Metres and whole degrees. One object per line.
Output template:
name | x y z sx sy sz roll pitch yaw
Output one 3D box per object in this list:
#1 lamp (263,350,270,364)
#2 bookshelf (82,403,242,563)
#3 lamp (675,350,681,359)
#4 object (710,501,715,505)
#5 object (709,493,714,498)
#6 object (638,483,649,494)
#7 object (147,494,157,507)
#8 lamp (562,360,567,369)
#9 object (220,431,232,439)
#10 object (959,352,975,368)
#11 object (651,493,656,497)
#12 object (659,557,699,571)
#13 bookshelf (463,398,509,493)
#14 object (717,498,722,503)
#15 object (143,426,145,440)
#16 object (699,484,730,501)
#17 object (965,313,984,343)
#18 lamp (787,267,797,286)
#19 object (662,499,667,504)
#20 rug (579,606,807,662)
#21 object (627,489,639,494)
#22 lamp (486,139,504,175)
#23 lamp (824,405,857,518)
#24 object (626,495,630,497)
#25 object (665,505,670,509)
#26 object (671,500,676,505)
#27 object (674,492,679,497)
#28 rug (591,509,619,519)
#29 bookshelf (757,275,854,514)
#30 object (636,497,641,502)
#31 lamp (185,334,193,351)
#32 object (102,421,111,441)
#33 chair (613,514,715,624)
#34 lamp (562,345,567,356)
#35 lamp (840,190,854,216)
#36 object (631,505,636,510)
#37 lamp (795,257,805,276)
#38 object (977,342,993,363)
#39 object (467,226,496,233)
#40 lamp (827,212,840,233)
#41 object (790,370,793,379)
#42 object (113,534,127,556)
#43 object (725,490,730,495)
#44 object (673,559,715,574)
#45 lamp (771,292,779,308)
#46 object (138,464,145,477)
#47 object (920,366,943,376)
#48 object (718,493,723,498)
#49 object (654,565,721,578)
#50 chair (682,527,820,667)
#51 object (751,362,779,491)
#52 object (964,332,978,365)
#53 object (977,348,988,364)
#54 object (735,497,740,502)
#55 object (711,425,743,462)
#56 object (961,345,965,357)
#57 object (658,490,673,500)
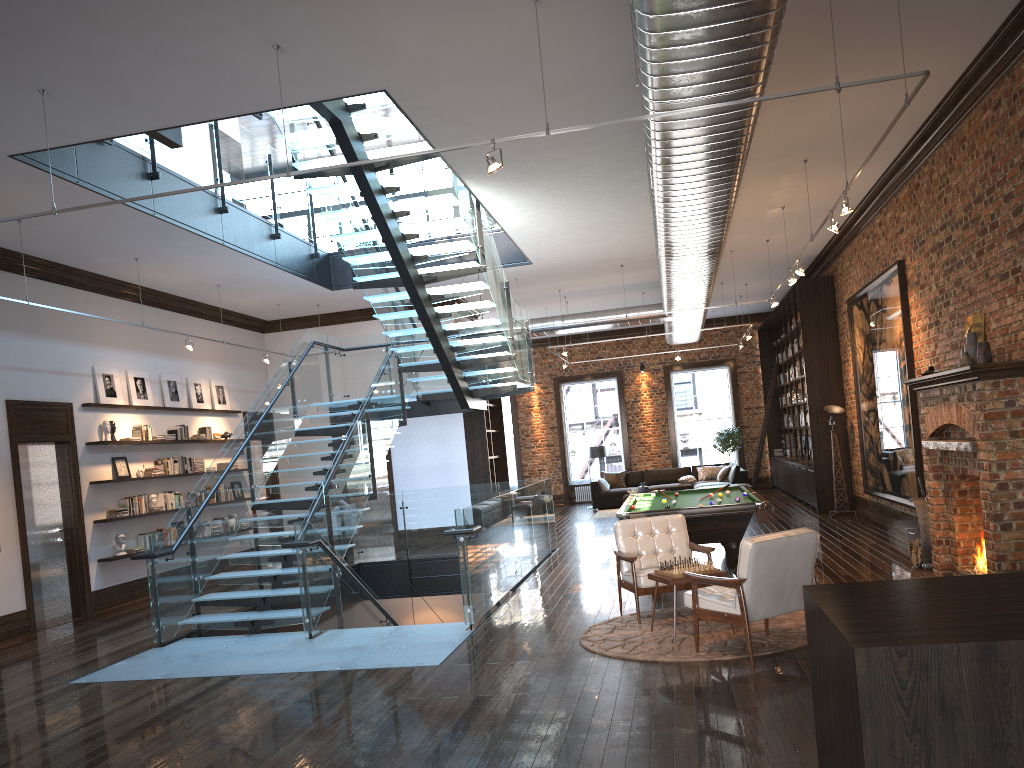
lamp | -3.976 -0.437 14.313 0.113 0.230 0.114 -5 0 -34
bookshelf | -4.967 1.377 13.393 0.200 2.053 4.077 -5 -3 10
lamp | 3.962 -0.685 21.197 0.113 0.230 0.114 -5 0 -20
object | 2.137 1.273 9.463 0.057 0.057 0.057 -6 -2 15
object | 2.381 1.333 10.590 0.057 0.057 0.057 -5 -2 -25
object | 2.837 2.264 19.178 0.216 0.251 0.214 -7 -2 43
object | -5.102 1.649 12.602 0.148 0.188 0.127 -6 -1 26
lamp | 1.233 -0.468 20.629 0.113 0.230 0.114 -5 0 -39
object | -4.757 0.856 14.694 0.281 0.136 0.125 -4 -2 -22
object | 3.958 -0.195 7.719 0.135 0.169 0.136 -4 -2 -37
object | 1.857 1.459 11.641 0.058 0.057 0.057 -6 -2 11
object | 1.351 1.438 7.172 0.333 0.101 0.076 -4 -1 -14
bookshelf | -0.483 1.126 16.935 0.401 3.516 1.781 -5 0 10
object | 2.268 1.279 9.704 0.057 0.057 0.057 -4 -2 -40
object | -5.219 0.697 12.418 0.154 0.207 0.010 -6 1 11
object | 2.525 1.342 11.022 0.028 0.072 1.603 -5 -4 26
object | 4.287 -0.369 8.262 0.125 0.536 0.408 -5 -1 10
lamp | 3.566 -1.371 11.282 0.114 0.230 0.114 -5 0 -10
object | 1.780 1.373 10.361 0.057 0.057 0.057 -4 -2 -43
rug | 1.523 1.978 7.150 1.973 0.015 1.971 -6 -4 12
object | 2.618 2.321 19.052 0.217 0.159 0.220 -4 -3 -38
lamp | -0.113 -1.436 5.624 0.113 0.230 0.114 -5 0 0
lamp | 5.324 1.246 14.439 0.426 1.827 0.505 -5 0 15
object | 2.614 2.392 19.044 0.268 0.018 0.201 -8 -5 34
object | 1.659 1.318 9.458 0.057 0.057 0.057 -6 -2 15
object | 1.833 1.345 10.051 0.057 0.057 0.057 -5 -2 -19
object | 2.100 1.412 11.319 0.057 0.057 0.057 -4 -2 -31
rug | 2.790 2.739 19.143 2.024 0.003 2.115 -6 -4 10
bookshelf | 5.984 0.396 18.645 0.601 3.996 7.411 -5 -3 10
object | 1.585 1.446 11.113 0.057 0.057 0.057 -6 -2 9
lamp | -4.395 -0.562 12.048 0.113 0.230 0.114 -5 0 -35
object | -5.365 0.626 11.742 0.097 0.288 0.098 -6 0 -37
chair | 1.349 1.624 7.856 0.767 0.865 0.743 -5 -1 -10
lamp | 1.043 -0.666 17.677 0.114 0.230 0.113 -6 0 31
lamp | 2.904 -1.577 7.713 0.116 0.213 0.118 -5 -1 -38
object | 1.358 1.380 9.917 0.057 0.057 0.057 -4 -2 -33
lamp | 3.447 -1.407 10.628 0.114 0.230 0.113 -6 0 40
object | 4.106 -0.246 7.711 0.121 0.242 0.120 -6 0 30
object | -0.577 -2.919 18.805 0.797 1.864 0.815 -5 0 -36
lamp | 3.030 -1.531 8.391 0.113 0.230 0.114 -5 0 -15
object | 6.128 -0.191 19.429 0.075 0.255 0.087 -5 0 0
object | -5.216 2.134 11.781 0.165 0.282 0.171 -5 -1 -21
object | 2.631 1.325 10.813 0.057 0.057 0.057 -4 -2 -34
object | 1.415 1.413 6.922 0.333 0.101 0.076 -4 -1 -14
lamp | 3.940 -1.258 13.312 0.114 0.230 0.113 -6 0 25
object | -5.192 1.216 12.442 0.121 0.187 0.059 -5 0 -44
object | 3.940 -0.119 8.290 0.238 0.105 0.236 -7 -4 21
object | 2.470 1.319 10.515 0.057 0.057 0.057 -6 -2 11
object | 1.389 1.487 7.048 0.387 0.028 0.390 -4 -4 -15
chair | 1.717 1.478 6.337 0.766 0.865 0.745 -5 -2 -30
object | 6.067 1.057 21.294 0.898 3.077 0.494 -5 1 10
object | 4.104 -0.286 7.894 0.144 0.350 0.146 -5 0 -43
object | 4.032 -0.214 7.605 0.081 0.178 0.082 -5 0 -37
object | 2.457 1.257 9.651 0.057 0.057 0.057 -6 -2 32
object | 5.437 1.956 22.244 0.814 1.864 0.798 -5 0 19
object | 4.142 -0.229 8.037 0.117 0.250 0.118 -5 0 -32
object | 1.942 1.405 11.132 0.028 0.072 1.608 -5 -4 2
